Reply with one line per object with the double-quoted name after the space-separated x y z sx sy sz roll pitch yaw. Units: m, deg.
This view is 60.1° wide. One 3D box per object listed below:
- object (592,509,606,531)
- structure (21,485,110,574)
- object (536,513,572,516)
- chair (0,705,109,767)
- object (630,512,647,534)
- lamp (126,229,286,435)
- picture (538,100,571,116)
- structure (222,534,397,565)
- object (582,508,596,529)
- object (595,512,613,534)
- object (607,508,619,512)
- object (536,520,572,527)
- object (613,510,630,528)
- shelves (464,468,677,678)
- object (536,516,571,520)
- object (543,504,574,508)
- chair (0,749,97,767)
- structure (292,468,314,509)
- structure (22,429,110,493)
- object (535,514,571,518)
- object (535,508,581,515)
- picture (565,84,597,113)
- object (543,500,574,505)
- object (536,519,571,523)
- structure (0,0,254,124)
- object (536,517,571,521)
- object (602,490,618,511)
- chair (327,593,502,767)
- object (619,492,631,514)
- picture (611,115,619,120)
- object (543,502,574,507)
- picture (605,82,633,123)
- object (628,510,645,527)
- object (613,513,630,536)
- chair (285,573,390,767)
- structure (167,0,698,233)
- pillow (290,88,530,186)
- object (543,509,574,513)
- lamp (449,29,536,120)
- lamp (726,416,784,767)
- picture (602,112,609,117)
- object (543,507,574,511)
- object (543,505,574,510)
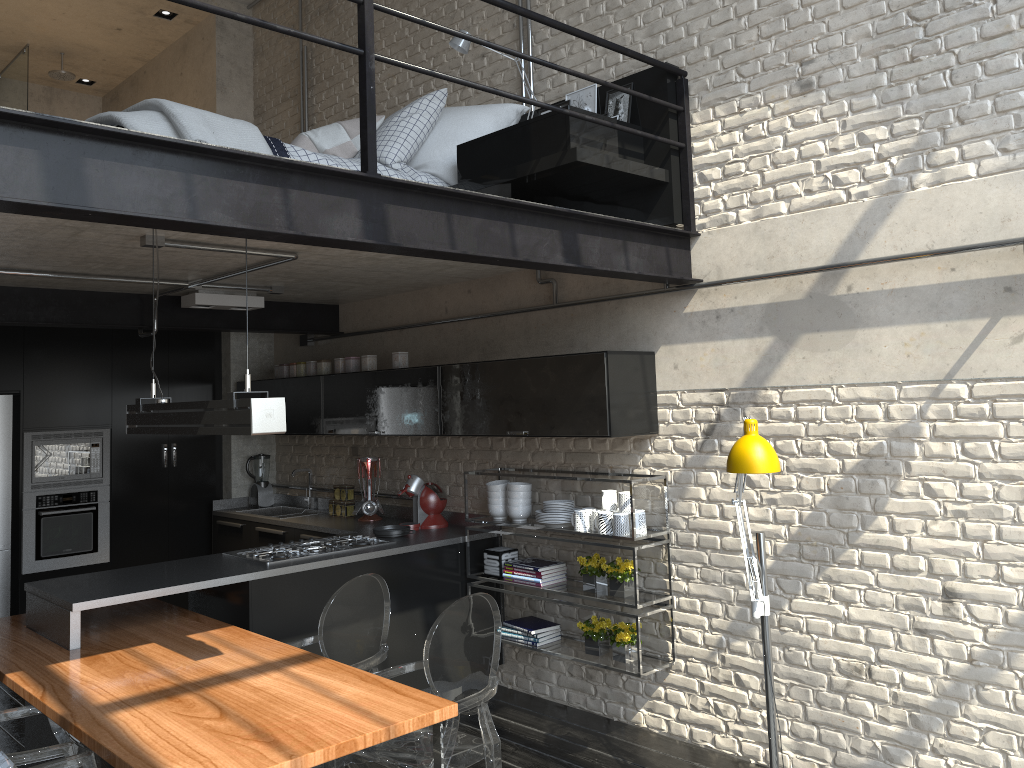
0.458 0.703 4.580 0.082 0.100 0.108 -4 -4 36 "object"
-3.332 1.045 6.503 0.581 0.560 0.483 1 -4 -44 "structure"
0.253 0.709 4.795 0.251 0.031 0.251 -2 -1 15 "object"
-1.645 1.352 2.923 0.590 0.945 0.538 0 -5 -34 "chair"
0.620 0.695 4.423 0.108 0.100 0.082 0 -4 -29 "object"
-1.175 -0.262 3.299 0.125 0.894 1.085 2 -5 -44 "lamp"
0.228 -1.428 4.946 0.046 0.276 0.243 2 -5 -44 "picture"
-1.112 0.901 4.908 0.811 0.026 0.500 -1 -1 -44 "structure"
0.406 0.707 4.674 0.083 0.100 0.108 -1 -3 -9 "object"
0.471 0.701 4.487 0.083 0.100 0.108 -1 -3 -9 "object"
0.542 0.701 4.618 0.108 0.100 0.082 1 -4 -44 "object"
0.255 0.749 4.791 0.251 0.031 0.251 -2 -1 15 "object"
0.546 0.699 4.509 0.108 0.100 0.082 0 -4 -29 "object"
0.268 0.950 4.781 0.288 0.931 1.246 2 -5 -44 "shelves"
0.254 0.725 4.793 0.251 0.031 0.251 -2 -1 15 "object"
0.253 0.668 4.798 0.171 0.030 0.170 -1 -1 -39 "object"
-1.225 1.329 2.440 0.589 0.945 0.538 1 -5 -43 "chair"
-1.628 0.810 6.826 0.177 0.312 0.089 2 -6 -43 "structure"
-3.362 0.557 6.557 0.581 0.422 0.447 0 -4 -44 "structure"
0.254 0.717 4.794 0.251 0.031 0.251 -2 -1 15 "object"
0.253 0.701 4.795 0.251 0.031 0.251 -2 -1 15 "object"
0.373 -1.455 4.817 0.033 0.315 0.225 2 -6 -44 "picture"
0.252 0.651 4.799 0.171 0.030 0.170 -1 -1 -39 "object"
0.254 0.741 4.792 0.251 0.031 0.251 -2 -1 15 "object"
-4.147 -1.849 7.954 2.591 2.964 2.782 1 -4 -44 "structure"
0.254 0.733 4.793 0.251 0.031 0.251 -2 -1 15 "object"
0.491 0.601 4.561 0.108 0.100 0.082 0 -4 -29 "object"
-0.290 1.311 3.292 0.538 0.945 0.589 -5 -5 41 "chair"
0.583 0.596 4.463 0.082 0.100 0.108 -4 -4 36 "object"
0.512 -1.349 4.613 0.030 0.087 0.096 2 -5 -44 "picture"
0.253 0.660 4.798 0.171 0.030 0.170 -1 -1 -39 "object"
0.551 -1.433 4.614 0.055 0.250 0.174 2 -6 -44 "picture"
0.639 0.696 4.524 0.083 0.100 0.108 -1 -3 -9 "object"
0.549 0.697 4.404 0.082 0.100 0.108 -4 -4 36 "object"
-0.771 1.336 3.754 0.539 0.945 0.588 -4 -4 31 "chair"
-1.912 0.174 3.918 4.781 3.356 3.775 0 -3 -44 "structure"
-1.048 -1.360 5.465 2.131 0.736 1.143 -3 -3 45 "pillow"
0.254 0.694 4.795 0.171 0.030 0.170 -1 -1 -39 "object"
-0.099 -1.620 4.862 0.481 0.691 0.170 -3 -5 12 "lamp"
1.316 0.914 3.106 0.630 1.625 1.565 0 -4 -30 "lamp"
0.434 -1.362 4.690 0.052 0.121 0.174 2 -4 -44 "picture"
0.254 0.686 4.796 0.171 0.030 0.170 -1 -1 -39 "object"
0.253 0.677 4.797 0.171 0.030 0.170 -1 -1 -39 "object"
